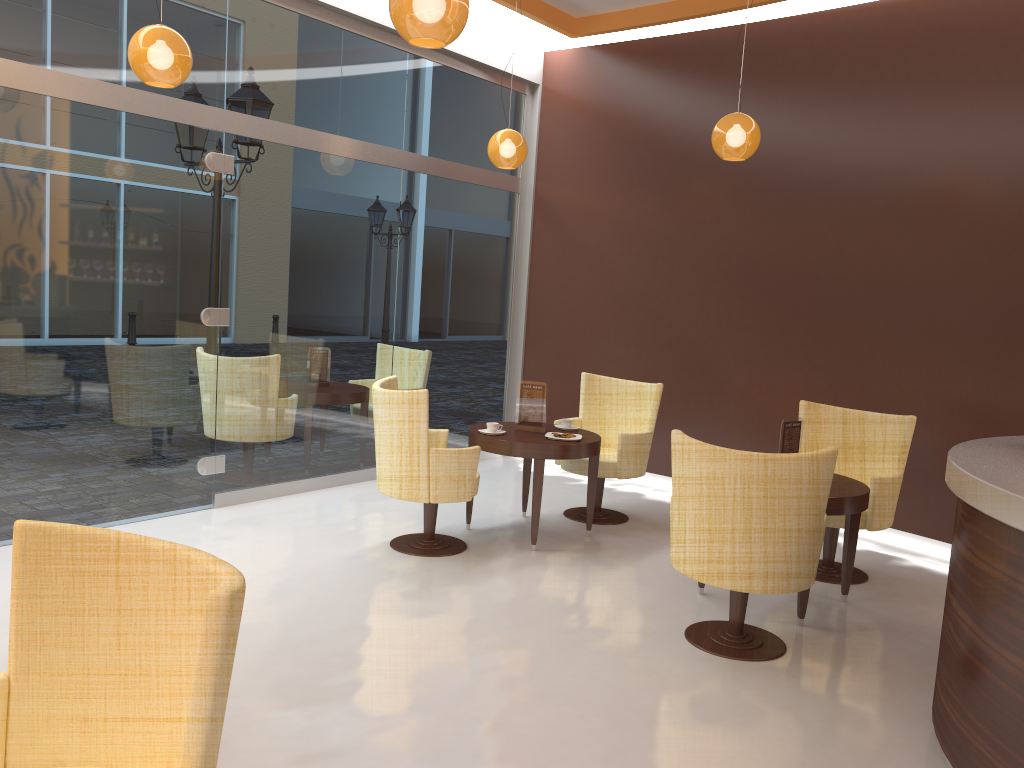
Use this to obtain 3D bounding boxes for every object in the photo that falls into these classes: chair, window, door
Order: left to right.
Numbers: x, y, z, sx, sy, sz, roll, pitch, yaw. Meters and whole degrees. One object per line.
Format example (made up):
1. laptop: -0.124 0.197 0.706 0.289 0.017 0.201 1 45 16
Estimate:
1. chair: -0.939 0.861 1.797 0.729 1.017 0.685 8 7 34
2. door: -2.452 -0.358 5.248 0.020 2.499 1.640 8 8 37
3. window: -2.420 -0.854 5.195 0.040 3.380 8.200 8 8 37
4. chair: -0.529 0.495 5.424 0.685 1.017 0.729 1 7 -21
5. chair: 0.684 0.461 6.466 0.729 1.017 0.685 9 8 40
6. chair: 1.087 0.735 4.171 0.729 1.017 0.685 5 6 15
7. chair: 2.014 0.655 5.472 0.729 1.017 0.685 10 9 44

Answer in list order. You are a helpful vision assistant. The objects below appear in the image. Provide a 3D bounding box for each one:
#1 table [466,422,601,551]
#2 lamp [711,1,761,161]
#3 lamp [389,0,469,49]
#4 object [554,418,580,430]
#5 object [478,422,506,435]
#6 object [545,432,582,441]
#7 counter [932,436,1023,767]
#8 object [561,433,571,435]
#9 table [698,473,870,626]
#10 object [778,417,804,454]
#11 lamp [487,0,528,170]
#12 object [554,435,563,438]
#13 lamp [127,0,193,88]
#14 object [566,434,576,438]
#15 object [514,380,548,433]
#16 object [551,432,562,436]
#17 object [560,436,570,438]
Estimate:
1. table: 0.131 0.657 5.901 0.872 0.679 0.874 3 6 -6
2. lamp: 1.432 -2.143 5.449 0.299 1.500 0.299 5 6 15
3. lamp: -0.268 -2.014 3.228 0.299 1.500 0.299 -2 8 -42
4. object: 0.380 0.277 6.086 0.153 0.069 0.153 0 7 -31
5. object: -0.127 0.286 5.699 0.153 0.069 0.153 8 8 37
6. object: 0.331 0.341 5.698 0.234 0.020 0.234 5 6 8
7. counter: 2.266 0.929 2.705 1.586 1.100 2.917 3 6 -8
8. object: 0.350 0.326 5.746 0.054 0.018 0.051 8 8 35
9. table: 1.471 0.852 4.898 0.872 0.679 0.874 3 6 -6
10. object: 1.518 0.351 4.836 0.209 0.335 0.042 -1 8 -39
11. lamp: 0.007 -2.352 6.528 0.299 1.500 0.299 4 6 5
12. object: 0.295 0.335 5.665 0.054 0.018 0.051 3 6 -5
13. lamp: -1.694 -2.223 4.307 0.299 1.500 0.299 5 6 11
14. object: 0.379 0.334 5.711 0.052 0.018 0.055 0 7 -29
15. object: 0.129 0.149 5.873 0.209 0.335 0.042 5 6 12
16. object: 0.286 0.322 5.697 0.055 0.016 0.052 8 8 36
17. object: 0.340 0.338 5.658 0.055 0.014 0.053 6 7 20
